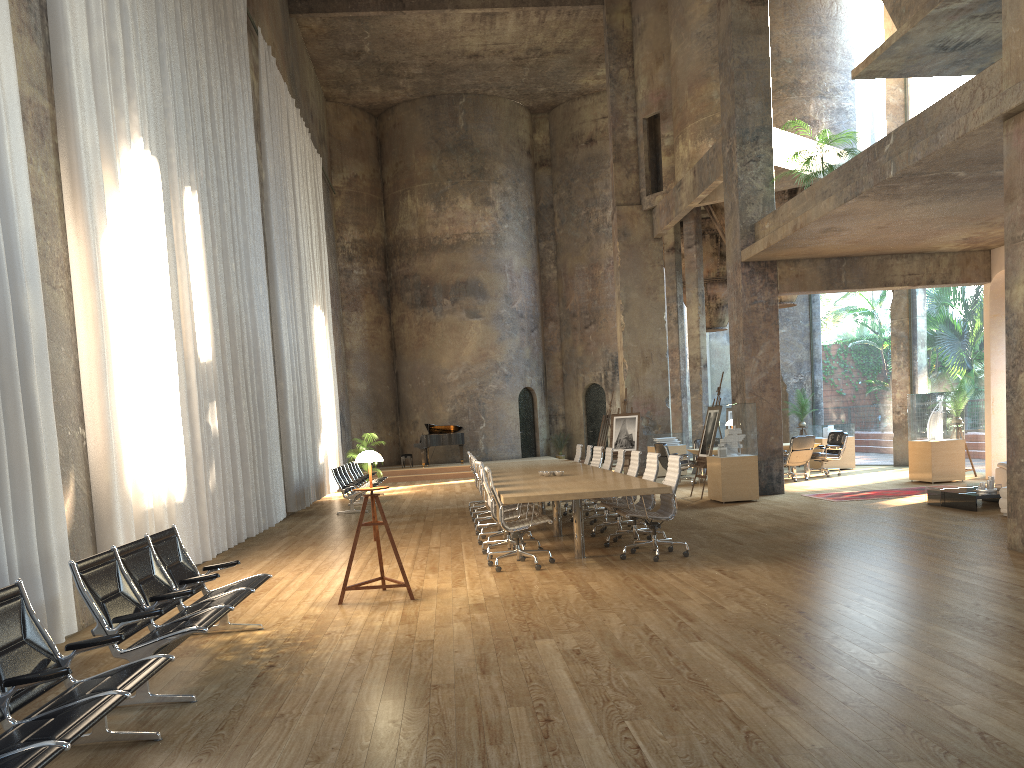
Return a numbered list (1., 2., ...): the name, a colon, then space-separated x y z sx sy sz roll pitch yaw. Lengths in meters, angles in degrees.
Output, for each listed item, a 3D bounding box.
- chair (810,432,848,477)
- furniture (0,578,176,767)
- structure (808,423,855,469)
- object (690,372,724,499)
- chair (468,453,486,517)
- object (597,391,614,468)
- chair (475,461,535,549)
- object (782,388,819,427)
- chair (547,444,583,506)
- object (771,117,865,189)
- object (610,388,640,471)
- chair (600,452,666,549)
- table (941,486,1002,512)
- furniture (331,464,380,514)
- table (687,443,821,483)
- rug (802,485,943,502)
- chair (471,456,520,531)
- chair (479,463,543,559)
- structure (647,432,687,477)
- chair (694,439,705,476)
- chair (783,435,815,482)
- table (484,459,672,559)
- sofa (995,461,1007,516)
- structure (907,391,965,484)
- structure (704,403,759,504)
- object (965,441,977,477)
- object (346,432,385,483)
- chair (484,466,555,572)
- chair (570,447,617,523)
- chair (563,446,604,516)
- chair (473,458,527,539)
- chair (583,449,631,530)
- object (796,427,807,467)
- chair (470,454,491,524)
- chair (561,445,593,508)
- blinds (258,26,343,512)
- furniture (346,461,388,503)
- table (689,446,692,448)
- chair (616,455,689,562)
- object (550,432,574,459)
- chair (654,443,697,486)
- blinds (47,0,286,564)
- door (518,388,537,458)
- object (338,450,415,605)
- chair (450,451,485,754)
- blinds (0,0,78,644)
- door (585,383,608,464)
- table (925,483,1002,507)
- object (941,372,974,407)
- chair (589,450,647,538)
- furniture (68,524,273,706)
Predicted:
1. chair: 6.386 1.442 18.007 0.819 0.900 0.726 -4 2 -10
2. furniture: -1.926 1.285 3.356 0.708 0.847 1.863 -4 -1 -4
3. structure: 7.156 1.412 19.686 0.734 1.023 0.739 -4 2 -4
4. object: 3.410 0.876 14.928 0.684 2.165 0.695 -4 4 -5
5. chair: -0.369 1.605 14.180 0.699 1.034 0.660 -3 3 -1
6. object: 2.338 1.262 21.817 0.685 2.165 0.694 -2 5 22
7. chair: -0.092 1.420 10.571 0.698 1.034 0.661 -4 3 -5
8. object: 6.726 0.552 20.667 0.858 0.948 0.683 -3 2 -1
9. chair: 0.922 1.575 15.201 0.699 1.034 0.660 -3 3 1
10. object: 4.845 -3.183 13.752 1.402 1.824 1.346 -3 2 2
11. object: 2.580 1.160 19.946 0.702 2.165 0.677 -1 5 28
12. chair: 1.350 1.301 9.883 0.699 1.034 0.660 -3 3 -1
13. table: 6.147 1.503 11.554 0.789 0.204 1.105 -3 -2 -4
14. furniture: -2.969 1.979 16.889 0.708 0.847 1.863 -4 -1 -4
15. table: 4.908 1.622 17.918 2.408 0.706 1.099 -3 0 -4
16. rug: 5.979 1.710 13.789 2.461 0.009 1.340 -3 -3 -4
17. chair: -0.233 1.513 12.374 0.699 1.034 0.660 -3 3 4
18. chair: -0.030 1.377 9.720 0.699 1.034 0.660 -3 3 4
19. structure: 3.659 1.673 20.762 0.743 1.023 0.730 -4 2 -4
20. chair: 4.246 1.600 18.627 0.730 0.900 0.816 -3 2 3
21. chair: 5.459 1.463 17.258 0.726 0.900 0.820 -5 2 -30
22. table: 0.457 1.590 12.109 1.600 0.763 7.681 -3 -3 -4
23. sofa: 6.777 1.172 10.940 2.062 0.727 2.916 -3 -2 -4
24. structure: 7.352 0.926 15.241 0.594 1.561 0.737 -4 4 -4
25. structure: 3.511 1.103 14.066 0.594 1.561 0.737 -4 4 -4
26. object: 7.907 1.206 15.776 0.654 0.981 0.570 -6 4 -40
27. object: -3.773 1.994 22.719 1.089 1.469 1.124 -4 2 -13
28. chair: 0.062 1.331 8.862 0.699 1.034 0.660 -3 3 1
29. chair: 1.153 1.438 12.565 0.699 1.034 0.660 -3 3 1
30. chair: 1.091 1.485 13.493 0.698 1.034 0.661 -4 3 -5
31. chair: -0.171 1.468 11.498 0.699 1.034 0.660 -3 3 1
32. chair: 1.214 1.393 11.689 0.699 1.034 0.660 -3 3 4
33. object: 6.944 1.493 20.683 0.571 0.981 0.652 -2 3 32
34. chair: -0.301 1.558 13.267 0.699 1.034 0.660 -3 3 1
35. chair: 1.020 1.529 14.344 0.699 1.034 0.660 -3 3 4
36. blinds: -4.495 -1.791 19.593 0.275 8.715 7.782 -4 2 -3
37. furniture: -3.143 2.100 19.263 0.708 0.847 1.863 -4 -1 -4
38. table: 4.284 2.024 24.097 1.869 0.551 0.937 -3 -1 -4
39. chair: 1.417 1.253 8.940 0.699 1.034 0.660 -3 3 2
40. object: 1.634 2.037 29.135 0.913 0.999 0.900 -3 2 7
41. chair: 3.354 1.616 17.818 0.820 0.900 0.726 -4 2 -8
42. blinds: -3.867 -2.229 10.997 0.275 8.715 7.782 -4 2 -3
43. door: 0.443 1.253 28.571 0.091 2.316 0.895 1 6 44
44. object: -1.109 1.213 7.544 0.571 1.308 0.652 -1 4 29
45. chair: 2.395 1.495 15.253 12.941 1.039 31.367 -3 -3 -4
46. blinds: -3.238 -2.669 2.376 0.275 8.715 7.784 -4 2 -5
47. door: 2.808 1.285 28.734 0.903 2.654 0.110 0 6 38
48. table: 6.119 1.500 11.919 0.859 0.248 0.368 -3 0 -4
49. object: 7.911 0.249 15.703 0.686 0.947 0.856 -4 2 -13
50. chair: 1.282 1.348 10.796 0.699 1.034 0.660 -3 3 1
51. furniture: -2.100 1.407 5.731 0.708 0.847 1.863 -4 -1 -4
